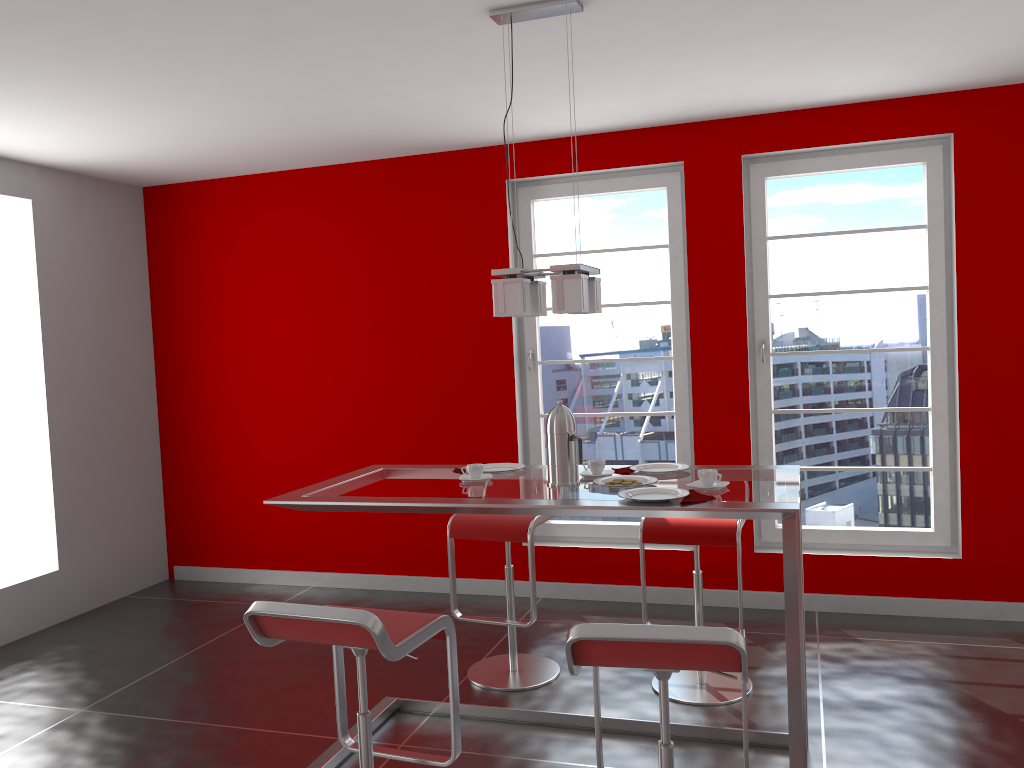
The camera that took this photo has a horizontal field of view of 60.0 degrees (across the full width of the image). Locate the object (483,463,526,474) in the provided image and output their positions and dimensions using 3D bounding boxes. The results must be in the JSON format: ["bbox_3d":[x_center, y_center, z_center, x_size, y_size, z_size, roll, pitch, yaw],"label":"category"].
[{"bbox_3d":[-0.055,0.324,3.378,0.217,0.015,0.217,0,4,42],"label":"object"}]

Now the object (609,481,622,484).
[{"bbox_3d":[0.344,0.324,2.929,0.036,0.006,0.034,0,4,42],"label":"object"}]

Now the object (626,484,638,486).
[{"bbox_3d":[0.392,0.330,2.892,0.036,0.006,0.034,-2,3,18],"label":"object"}]

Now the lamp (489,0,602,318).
[{"bbox_3d":[0.104,-0.746,2.993,0.304,1.025,0.304,-2,3,18],"label":"lamp"}]

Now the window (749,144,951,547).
[{"bbox_3d":[1.758,-0.169,4.640,0.938,2.038,0.117,-2,3,18],"label":"window"}]

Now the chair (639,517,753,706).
[{"bbox_3d":[0.789,0.846,3.748,0.418,0.857,0.460,-2,3,21],"label":"chair"}]

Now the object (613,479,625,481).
[{"bbox_3d":[0.356,0.322,2.968,0.034,0.006,0.036,-1,3,30],"label":"object"}]

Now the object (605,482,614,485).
[{"bbox_3d":[0.329,0.330,2.940,0.034,0.006,0.036,0,4,40],"label":"object"}]

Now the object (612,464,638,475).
[{"bbox_3d":[0.402,0.312,3.238,0.095,0.012,0.234,-2,3,17],"label":"object"}]

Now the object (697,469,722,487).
[{"bbox_3d":[0.628,0.298,2.810,0.078,0.049,0.062,-2,3,18],"label":"object"}]

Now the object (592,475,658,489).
[{"bbox_3d":[0.376,0.327,2.938,0.217,0.015,0.217,-5,4,-34],"label":"object"}]

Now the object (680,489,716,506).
[{"bbox_3d":[0.558,0.336,2.632,0.095,0.012,0.234,-2,3,18],"label":"object"}]

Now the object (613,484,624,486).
[{"bbox_3d":[0.347,0.332,2.899,0.036,0.006,0.034,-2,3,18],"label":"object"}]

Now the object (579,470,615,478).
[{"bbox_3d":[0.302,0.320,3.145,0.119,0.016,0.119,-2,3,16],"label":"object"}]

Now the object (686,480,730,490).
[{"bbox_3d":[0.621,0.323,2.814,0.119,0.016,0.119,0,4,38],"label":"object"}]

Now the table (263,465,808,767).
[{"bbox_3d":[0.126,0.839,3.093,1.700,1.000,0.800,-2,3,18],"label":"table"}]

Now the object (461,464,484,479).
[{"bbox_3d":[-0.136,0.315,3.182,0.078,0.049,0.062,0,4,41],"label":"object"}]

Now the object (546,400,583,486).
[{"bbox_3d":[0.184,0.196,3.004,0.149,0.287,0.113,-1,3,26],"label":"object"}]

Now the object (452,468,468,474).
[{"bbox_3d":[-0.186,0.329,3.424,0.095,0.012,0.234,-2,3,17],"label":"object"}]

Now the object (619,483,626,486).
[{"bbox_3d":[0.368,0.329,2.929,0.036,0.006,0.034,-1,4,36],"label":"object"}]

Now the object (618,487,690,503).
[{"bbox_3d":[0.429,0.338,2.681,0.217,0.015,0.217,-5,4,-35],"label":"object"}]

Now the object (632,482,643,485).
[{"bbox_3d":[0.412,0.327,2.924,0.036,0.006,0.034,-3,3,2],"label":"object"}]

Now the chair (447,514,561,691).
[{"bbox_3d":[-0.002,0.870,3.987,0.418,0.857,0.460,-1,3,26],"label":"chair"}]

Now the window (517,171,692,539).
[{"bbox_3d":[0.524,-0.133,5.045,0.938,2.038,0.117,-2,3,18],"label":"window"}]

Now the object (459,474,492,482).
[{"bbox_3d":[-0.129,0.338,3.178,0.119,0.016,0.119,-3,3,-2],"label":"object"}]

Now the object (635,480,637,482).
[{"bbox_3d":[0.399,0.326,2.964,0.036,0.006,0.034,-3,3,-3],"label":"object"}]

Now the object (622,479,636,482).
[{"bbox_3d":[0.389,0.322,2.942,0.034,0.006,0.036,-5,4,-35],"label":"object"}]

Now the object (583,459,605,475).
[{"bbox_3d":[0.297,0.296,3.150,0.062,0.049,0.078,-4,3,-32],"label":"object"}]

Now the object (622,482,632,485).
[{"bbox_3d":[0.376,0.324,2.901,0.034,0.006,0.036,-2,3,6],"label":"object"}]

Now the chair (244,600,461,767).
[{"bbox_3d":[-0.415,0.970,2.437,0.418,0.857,0.460,-1,3,23],"label":"chair"}]

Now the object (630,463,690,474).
[{"bbox_3d":[0.532,0.306,3.192,0.217,0.015,0.217,-3,3,-6],"label":"object"}]

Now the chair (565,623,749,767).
[{"bbox_3d":[0.377,0.947,2.172,0.418,0.857,0.460,-2,3,13],"label":"chair"}]
